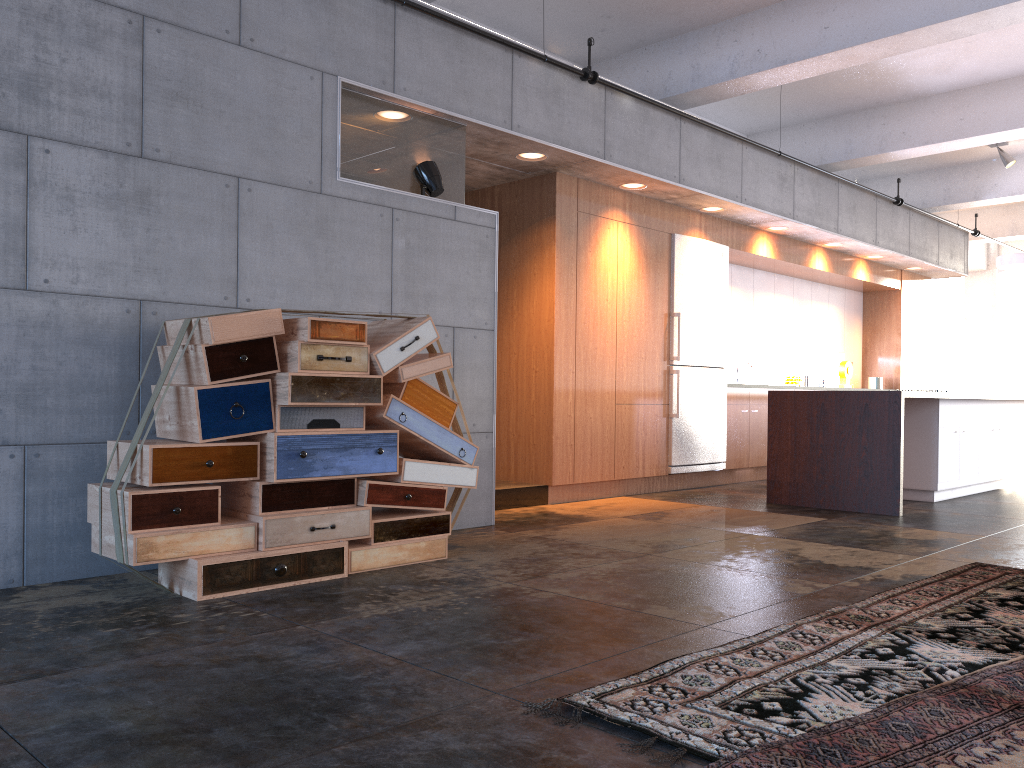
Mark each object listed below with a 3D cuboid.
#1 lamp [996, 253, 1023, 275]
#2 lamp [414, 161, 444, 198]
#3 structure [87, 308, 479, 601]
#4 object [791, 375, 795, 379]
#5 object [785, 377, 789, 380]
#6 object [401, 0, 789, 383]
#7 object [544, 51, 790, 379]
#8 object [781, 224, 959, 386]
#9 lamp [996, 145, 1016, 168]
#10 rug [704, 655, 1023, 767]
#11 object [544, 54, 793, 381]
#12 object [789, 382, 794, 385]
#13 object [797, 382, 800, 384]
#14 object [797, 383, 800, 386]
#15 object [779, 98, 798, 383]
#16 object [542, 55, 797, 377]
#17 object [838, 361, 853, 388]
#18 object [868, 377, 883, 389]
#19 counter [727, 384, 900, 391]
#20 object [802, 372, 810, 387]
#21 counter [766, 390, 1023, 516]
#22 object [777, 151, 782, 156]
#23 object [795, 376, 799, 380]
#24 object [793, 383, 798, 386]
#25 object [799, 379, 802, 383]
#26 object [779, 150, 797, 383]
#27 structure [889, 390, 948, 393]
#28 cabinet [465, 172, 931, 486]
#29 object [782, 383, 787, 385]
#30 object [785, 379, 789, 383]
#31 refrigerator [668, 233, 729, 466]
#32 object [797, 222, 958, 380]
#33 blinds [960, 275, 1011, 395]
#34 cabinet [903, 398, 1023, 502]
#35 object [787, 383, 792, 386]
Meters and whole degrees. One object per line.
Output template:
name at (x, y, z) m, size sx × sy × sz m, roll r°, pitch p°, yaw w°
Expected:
lamp at (6.824, -1.584, 11.692) m, size 1.007 × 0.130 × 1.080 m, roll 1°, pitch -1°, yaw 1°
lamp at (-0.542, -1.311, 5.726) m, size 0.208 × 0.259 × 0.174 m, roll 1°, pitch 0°, yaw 26°
structure at (-1.000, 0.281, 4.439) m, size 0.624 × 1.315 × 1.954 m, roll 1°, pitch 0°, yaw 45°
object at (0.347, -1.240, 7.082) m, size 0.057 × 2.165 × 10.113 m, roll 1°, pitch 0°, yaw 39°
object at (3.430, -0.073, 11.032) m, size 0.051 × 0.053 × 0.063 m, roll 1°, pitch 0°, yaw 3°
object at (3.455, -0.026, 11.024) m, size 0.051 × 0.053 × 0.062 m, roll 1°, pitch 0°, yaw -2°
object at (3.420, -0.088, 10.966) m, size 0.051 × 0.060 × 0.058 m, roll 1°, pitch 0°, yaw -10°
object at (-2.145, 0.355, 7.502) m, size 13.454 × 1.215 × 0.930 m, roll 1°, pitch 0°, yaw -35°
lamp at (5.814, -2.687, 10.423) m, size 0.218 × 0.287 × 0.134 m, roll 1°, pitch 0°, yaw 28°
rug at (1.824, 0.908, 2.032) m, size 3.595 × 0.048 × 1.838 m, roll 1°, pitch -1°, yaw -36°
object at (1.863, -1.181, 8.616) m, size 0.055 × 2.190 × 5.750 m, roll 1°, pitch 0°, yaw 34°
object at (3.449, -0.010, 10.935) m, size 0.051 × 0.053 × 0.063 m, roll 1°, pitch 0°, yaw 27°
object at (3.557, 0.007, 11.014) m, size 0.060 × 0.057 × 0.051 m, roll 1°, pitch 0°, yaw -9°
object at (3.532, 0.012, 10.961) m, size 0.060 × 0.053 × 0.054 m, roll 0°, pitch 0°, yaw 32°
object at (3.517, -0.043, 10.981) m, size 0.064 × 0.053 × 0.050 m, roll 1°, pitch 0°, yaw -8°
object at (3.543, -0.084, 11.029) m, size 0.061 × 0.051 × 0.054 m, roll 0°, pitch 0°, yaw 37°
object at (4.489, -0.121, 11.890) m, size 0.097 × 0.381 × 0.280 m, roll 1°, pitch 0°, yaw 45°
object at (5.037, -0.008, 12.260) m, size 0.190 × 0.170 × 0.191 m, roll 1°, pitch 0°, yaw 3°
counter at (3.230, 0.059, 11.234) m, size 1.573 × 0.039 × 4.556 m, roll 0°, pitch -1°, yaw 45°
object at (3.851, -0.053, 11.614) m, size 0.059 × 0.209 × 0.147 m, roll 1°, pitch 0°, yaw 45°
counter at (4.969, 0.604, 9.584) m, size 1.118 × 0.971 × 6.798 m, roll 0°, pitch -1°, yaw 45°
object at (3.523, -0.039, 11.037) m, size 0.063 × 0.053 × 0.051 m, roll 1°, pitch 0°, yaw -38°
object at (1.447, -1.195, 8.152) m, size 0.052 × 2.169 × 7.011 m, roll 1°, pitch 0°, yaw 37°
object at (4.801, -1.093, 11.571) m, size 2.969 × 2.310 × 0.056 m, roll 1°, pitch 0°, yaw -27°
object at (-1.496, -1.229, 7.816) m, size 12.044 × 2.210 × 0.061 m, roll 1°, pitch 0°, yaw -32°
object at (3.065, -1.150, 9.791) m, size 0.052 × 2.228 × 2.447 m, roll 1°, pitch 0°, yaw 21°
structure at (4.156, 0.097, 9.049) m, size 0.501 × 0.072 × 0.654 m, roll 0°, pitch -1°, yaw 45°
cabinet at (2.434, -0.372, 10.952) m, size 2.329 × 2.562 × 8.280 m, roll 1°, pitch -1°, yaw 45°
object at (-2.030, 0.415, 7.457) m, size 12.997 × 1.095 × 0.053 m, roll 1°, pitch 0°, yaw -33°
object at (3.408, -0.039, 10.982) m, size 0.052 × 0.054 × 0.062 m, roll 1°, pitch 0°, yaw 36°
refrigerator at (1.803, -0.314, 8.731) m, size 0.215 × 2.191 × 0.976 m, roll 1°, pitch 0°, yaw 42°
object at (3.554, -0.080, 10.977) m, size 0.053 × 0.060 × 0.056 m, roll 1°, pitch 0°, yaw -22°
blinds at (10.275, -0.855, 19.179) m, size 1.003 × 3.713 × 0.321 m, roll 1°, pitch 0°, yaw 43°
cabinet at (5.415, 0.646, 10.021) m, size 0.902 × 0.930 × 5.769 m, roll 0°, pitch -1°, yaw 45°
object at (3.441, 0.014, 10.977) m, size 0.049 × 0.055 × 0.062 m, roll 1°, pitch 0°, yaw 35°
